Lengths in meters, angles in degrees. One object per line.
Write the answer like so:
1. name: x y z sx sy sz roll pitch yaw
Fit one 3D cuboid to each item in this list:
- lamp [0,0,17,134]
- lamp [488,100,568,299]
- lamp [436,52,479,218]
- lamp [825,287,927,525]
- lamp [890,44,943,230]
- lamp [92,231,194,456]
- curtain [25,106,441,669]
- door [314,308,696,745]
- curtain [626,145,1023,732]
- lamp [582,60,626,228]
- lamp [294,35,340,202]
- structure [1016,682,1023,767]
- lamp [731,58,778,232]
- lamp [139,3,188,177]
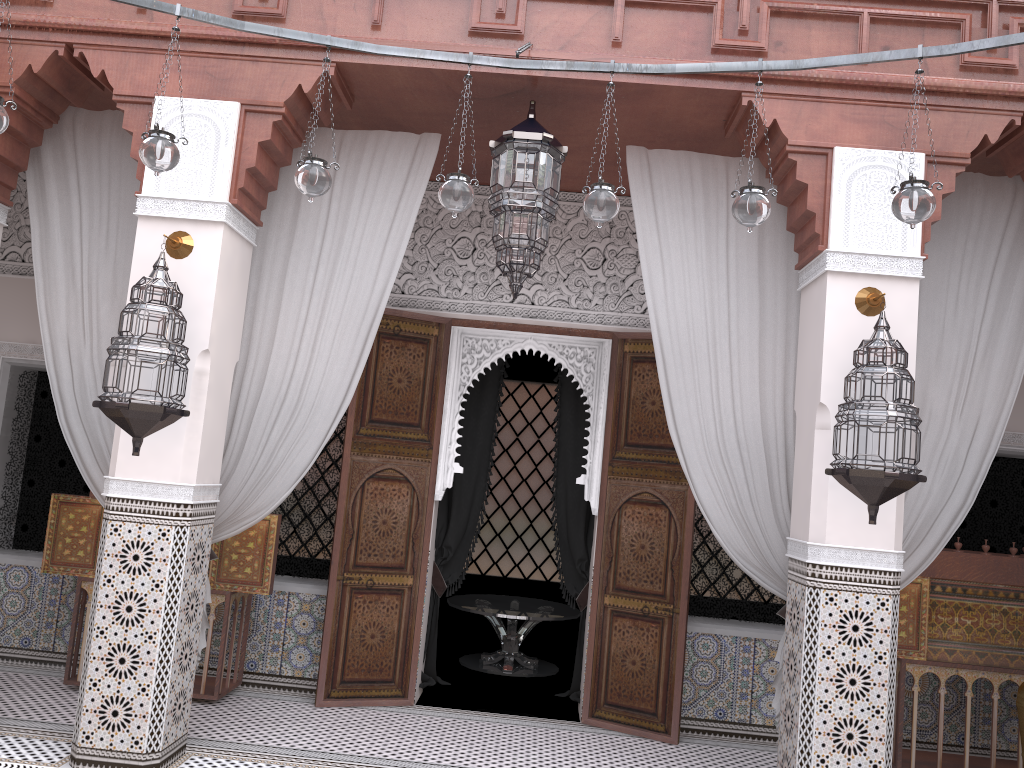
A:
1. lamp: -1.004 -0.648 1.726 0.090 0.371 0.091 3 -6 17
2. lamp: 0.033 -0.518 2.484 0.221 0.571 0.220 5 -6 3
3. lamp: -0.109 -0.543 1.944 0.090 0.371 0.091 1 -7 37
4. lamp: 0.905 0.036 2.190 0.216 0.618 0.217 5 -6 3
5. lamp: 0.795 -0.481 1.739 0.091 0.371 0.090 7 -6 -13
6. lamp: -0.923 -0.124 2.271 0.216 0.618 0.217 5 -6 3
7. curtain: -0.941 0.059 2.636 1.304 1.761 0.048 5 -6 2
8. door: 0.016 0.450 3.270 1.244 1.461 0.419 5 -6 3
9. curtain: 0.909 0.219 2.534 1.304 1.761 0.048 5 -6 3
10. lamp: 0.205 -0.516 1.920 0.091 0.371 0.090 9 -7 -32
11. lamp: -0.415 -0.573 1.928 0.091 0.371 0.090 11 -8 -42
12. structure: 1.355 0.930 2.266 0.156 0.539 0.156 4 -6 8
13. lamp: 0.510 -0.495 1.853 0.091 0.371 0.090 8 -6 -22
14. lamp: -0.715 -0.609 1.850 0.090 0.371 0.091 1 -7 37
